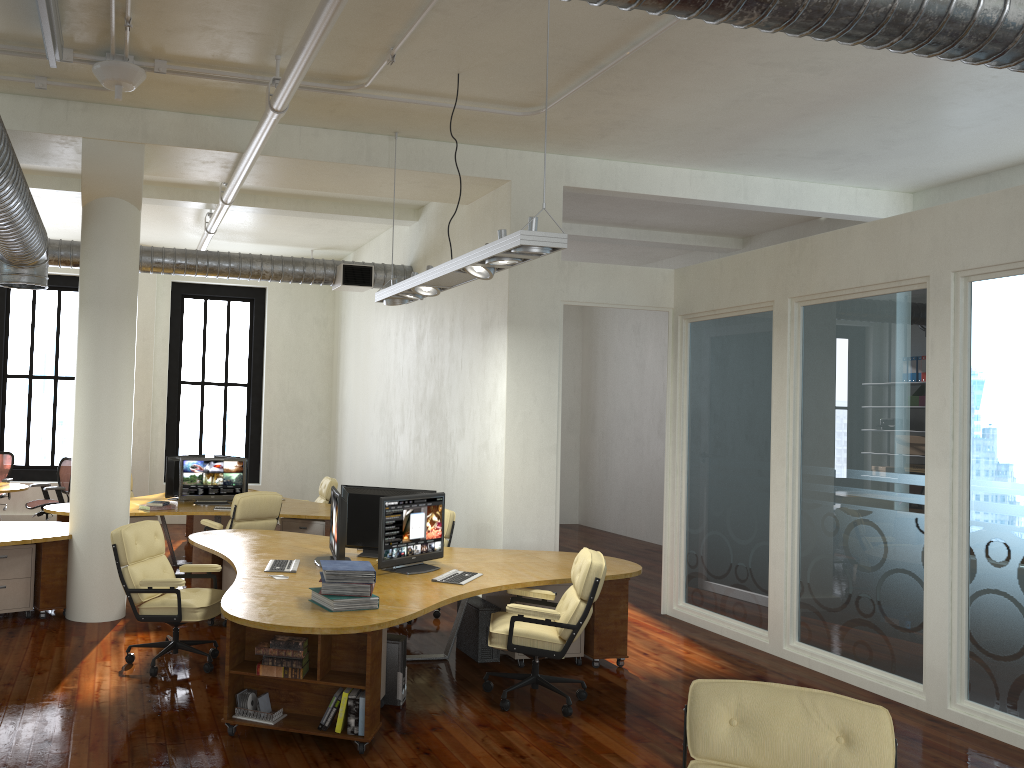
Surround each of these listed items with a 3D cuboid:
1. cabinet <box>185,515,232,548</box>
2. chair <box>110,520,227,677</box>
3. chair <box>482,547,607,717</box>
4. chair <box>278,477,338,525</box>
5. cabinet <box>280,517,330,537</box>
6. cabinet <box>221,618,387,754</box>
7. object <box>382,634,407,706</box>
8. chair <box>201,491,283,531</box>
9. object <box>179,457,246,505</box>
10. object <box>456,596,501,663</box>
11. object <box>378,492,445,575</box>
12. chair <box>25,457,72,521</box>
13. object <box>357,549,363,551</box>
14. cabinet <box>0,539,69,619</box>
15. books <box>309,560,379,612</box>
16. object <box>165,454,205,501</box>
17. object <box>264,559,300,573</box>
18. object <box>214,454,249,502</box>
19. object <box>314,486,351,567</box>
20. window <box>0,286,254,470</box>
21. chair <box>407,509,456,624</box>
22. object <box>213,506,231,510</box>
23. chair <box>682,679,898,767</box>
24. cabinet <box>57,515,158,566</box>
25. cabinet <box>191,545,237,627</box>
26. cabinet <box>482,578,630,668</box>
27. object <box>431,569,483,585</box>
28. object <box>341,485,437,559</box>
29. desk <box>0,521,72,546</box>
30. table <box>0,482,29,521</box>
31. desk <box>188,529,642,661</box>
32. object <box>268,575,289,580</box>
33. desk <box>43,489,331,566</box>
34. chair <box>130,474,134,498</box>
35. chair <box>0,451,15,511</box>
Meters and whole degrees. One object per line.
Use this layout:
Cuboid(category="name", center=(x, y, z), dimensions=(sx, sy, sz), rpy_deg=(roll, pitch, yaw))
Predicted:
Cuboid(category="cabinet", center=(-4.092, 1.875, 12.320), dimensions=(0.851, 0.709, 0.926), rpy_deg=(2, -2, -15))
Cuboid(category="chair", center=(-2.500, 1.544, 6.525), dimensions=(0.816, 1.021, 0.686), rpy_deg=(1, -2, 11))
Cuboid(category="chair", center=(0.204, 1.607, 5.946), dimensions=(0.804, 1.021, 0.697), rpy_deg=(1, -2, 6))
Cuboid(category="chair", center=(-2.741, 1.741, 11.796), dimensions=(0.750, 1.021, 0.746), rpy_deg=(2, -2, -14))
Cuboid(category="cabinet", center=(-2.176, 1.860, 10.362), dimensions=(0.944, 0.709, 0.834), rpy_deg=(1, -2, 16))
Cuboid(category="cabinet", center=(-1.181, 1.700, 5.411), dimensions=(0.926, 0.709, 0.851), rpy_deg=(1, -2, 11))
Cuboid(category="object", center=(-0.945, 1.874, 5.885), dimensions=(0.504, 0.411, 0.171), rpy_deg=(1, -2, 14))
Cuboid(category="chair", center=(-2.955, 1.649, 9.609), dimensions=(0.859, 1.021, 0.647), rpy_deg=(0, -3, 40))
Cuboid(category="object", center=(-3.581, 1.163, 10.624), dimensions=(0.756, 0.552, 0.310), rpy_deg=(2, -2, -21))
Cuboid(category="object", center=(-0.275, 1.941, 7.057), dimensions=(0.170, 0.411, 0.508), rpy_deg=(2, -2, -23))
Cuboid(category="object", center=(-0.729, 1.096, 6.565), dimensions=(0.320, 0.552, 0.731), rpy_deg=(0, -3, 34))
Cuboid(category="chair", center=(-8.296, 1.407, 9.428), dimensions=(1.042, 1.157, 7.161), rpy_deg=(0, -3, 38))
Cuboid(category="object", center=(-1.045, 1.389, 7.450), dimensions=(0.499, 0.016, 0.218), rpy_deg=(1, -2, 14))
Cuboid(category="cabinet", center=(-4.519, 1.693, 7.956), dimensions=(0.804, 0.709, 0.973), rpy_deg=(4, -3, -42))
Cuboid(category="books", center=(-1.008, 1.203, 5.307), dimensions=(0.407, 0.227, 0.469), rpy_deg=(2, -2, -9))
Cuboid(category="object", center=(-4.084, 1.165, 11.085), dimensions=(0.311, 0.552, 0.753), rpy_deg=(1, -2, 17))
Cuboid(category="object", center=(-1.684, 1.333, 6.515), dimensions=(0.227, 0.016, 0.481), rpy_deg=(2, -2, -8))
Cuboid(category="object", center=(-3.552, 1.186, 11.197), dimensions=(0.889, 0.552, 0.263), rpy_deg=(0, -3, 45))
Cuboid(category="object", center=(-1.353, 1.084, 6.760), dimensions=(0.282, 0.552, 0.832), rpy_deg=(2, -2, -14))
Cuboid(category="window", center=(4.855, 0.760, 0.041), dimensions=(66.008, 14.078, 51.271), rpy_deg=(3, -3, -36))
Cuboid(category="chair", center=(-1.006, 1.662, 8.362), dimensions=(0.789, 1.021, 0.704), rpy_deg=(0, -3, 40))
Cuboid(category="object", center=(-3.167, 1.426, 10.140), dimensions=(0.467, 0.016, 0.233), rpy_deg=(2, -2, -6))
Cuboid(category="chair", center=(0.823, 1.500, 2.682), dimensions=(0.769, 1.021, 0.725), rpy_deg=(1, -2, 20))
Cuboid(category="cabinet", center=(-4.565, 1.771, 10.023), dimensions=(0.803, 0.709, 0.974), rpy_deg=(4, -3, -45))
Cuboid(category="cabinet", center=(-2.219, 1.760, 7.829), dimensions=(0.979, 0.709, 0.799), rpy_deg=(0, -3, 41))
Cuboid(category="cabinet", center=(0.298, 1.812, 7.099), dimensions=(0.842, 0.709, 0.935), rpy_deg=(2, -2, -20))
Cuboid(category="object", center=(-0.382, 1.364, 6.275), dimensions=(0.245, 0.016, 0.443), rpy_deg=(1, -2, 18))
Cuboid(category="object", center=(-1.004, 1.109, 7.133), dimensions=(0.859, 0.552, 0.273), rpy_deg=(1, -2, 19))
Cuboid(category="desk", center=(-5.909, 1.604, 7.290), dimensions=(3.749, 0.734, 3.627), rpy_deg=(1, -2, 19))
Cuboid(category="table", center=(-7.247, 1.739, 11.839), dimensions=(1.531, 0.744, 1.436), rpy_deg=(1, -2, 7))
Cuboid(category="desk", center=(-1.359, 1.740, 7.061), dimensions=(3.857, 0.734, 3.507), rpy_deg=(0, -3, 41))
Cuboid(category="object", center=(-1.599, 1.320, 6.076), dimensions=(0.102, 0.015, 0.146), rpy_deg=(3, -3, -32))
Cuboid(category="desk", center=(-3.746, 1.828, 11.286), dimensions=(3.749, 0.734, 3.638), rpy_deg=(2, -2, -14))
Cuboid(category="chair", center=(-5.135, 1.656, 11.567), dimensions=(0.647, 1.021, 0.858), rpy_deg=(3, -3, -45))
Cuboid(category="chair", center=(-7.507, 1.563, 12.808), dimensions=(0.706, 1.157, 0.782), rpy_deg=(2, -2, -11))
